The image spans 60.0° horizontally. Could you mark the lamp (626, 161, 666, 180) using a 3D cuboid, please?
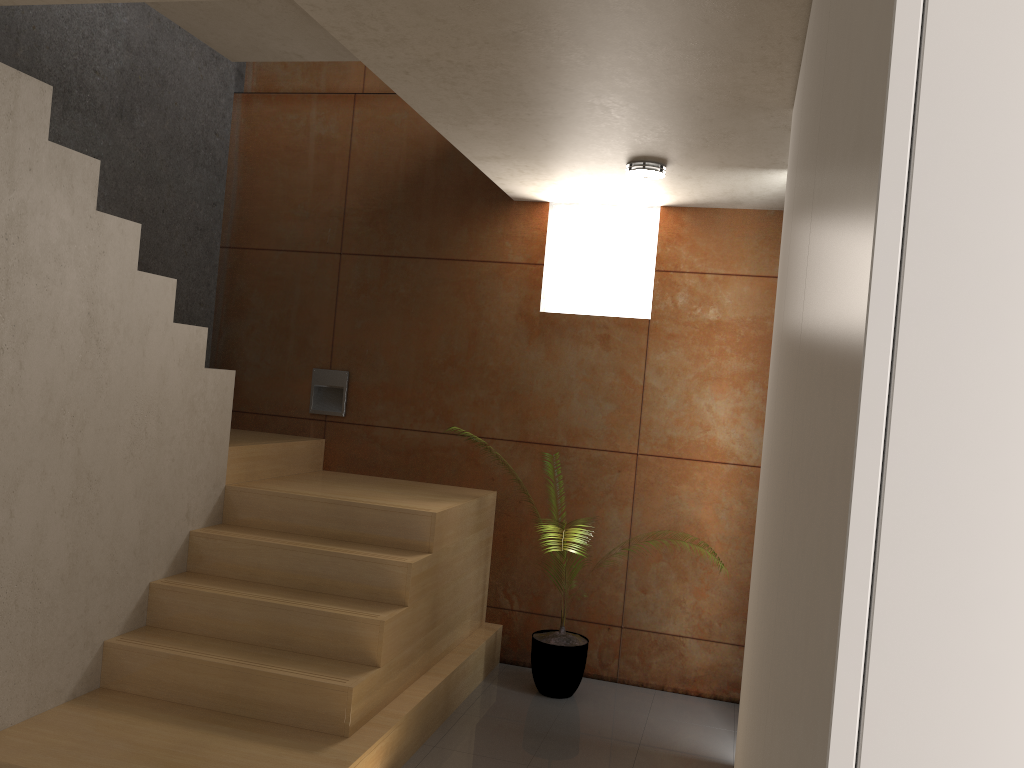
[{"bbox_3d":[0.588,-0.940,3.900,0.173,0.044,0.173,5,0,19],"label":"lamp"}]

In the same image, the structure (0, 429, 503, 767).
[{"bbox_3d":[-1.259,0.859,3.920,1.950,1.110,2.400,5,0,14],"label":"structure"}]

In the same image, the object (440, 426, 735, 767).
[{"bbox_3d":[-0.790,0.895,2.043,4.200,1.455,6.200,5,0,14],"label":"object"}]

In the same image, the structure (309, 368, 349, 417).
[{"bbox_3d":[-1.047,0.049,5.155,0.220,0.260,0.096,5,0,14],"label":"structure"}]
